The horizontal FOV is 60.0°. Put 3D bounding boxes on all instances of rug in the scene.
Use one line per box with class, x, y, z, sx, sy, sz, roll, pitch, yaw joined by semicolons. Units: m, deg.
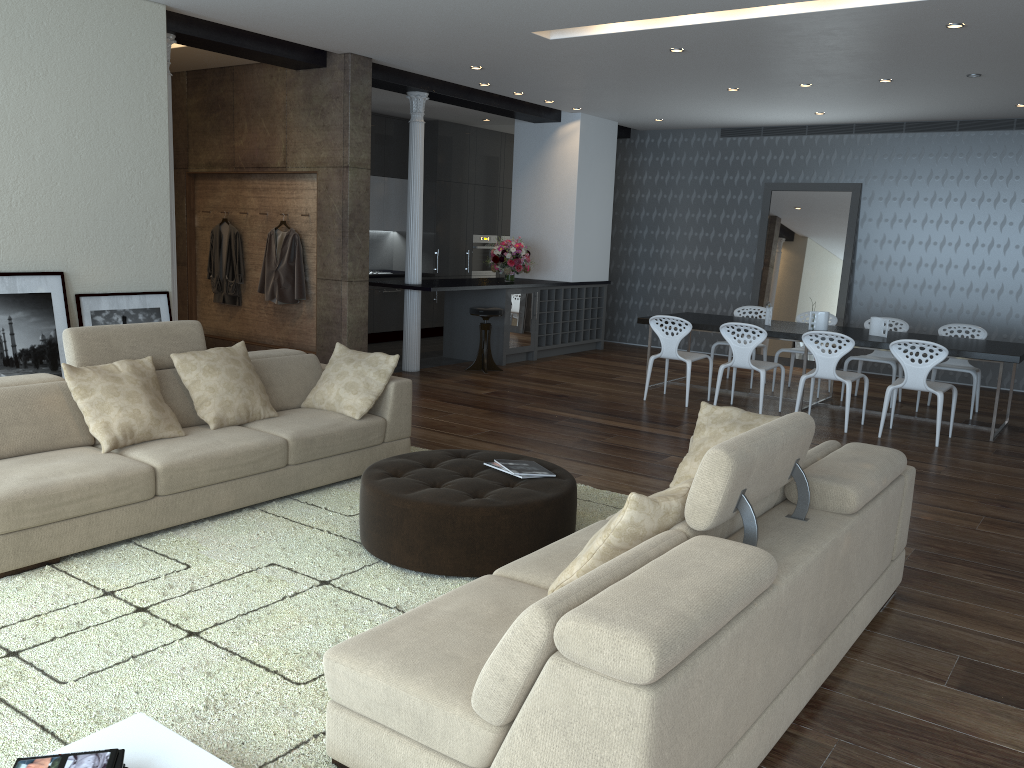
rug;-0.714;0.884;3.659;2.972;0.020;4.231;9;12;35

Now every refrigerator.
refrigerator;0.102;-0.752;10.456;0.075;0.774;0.578;10;12;38

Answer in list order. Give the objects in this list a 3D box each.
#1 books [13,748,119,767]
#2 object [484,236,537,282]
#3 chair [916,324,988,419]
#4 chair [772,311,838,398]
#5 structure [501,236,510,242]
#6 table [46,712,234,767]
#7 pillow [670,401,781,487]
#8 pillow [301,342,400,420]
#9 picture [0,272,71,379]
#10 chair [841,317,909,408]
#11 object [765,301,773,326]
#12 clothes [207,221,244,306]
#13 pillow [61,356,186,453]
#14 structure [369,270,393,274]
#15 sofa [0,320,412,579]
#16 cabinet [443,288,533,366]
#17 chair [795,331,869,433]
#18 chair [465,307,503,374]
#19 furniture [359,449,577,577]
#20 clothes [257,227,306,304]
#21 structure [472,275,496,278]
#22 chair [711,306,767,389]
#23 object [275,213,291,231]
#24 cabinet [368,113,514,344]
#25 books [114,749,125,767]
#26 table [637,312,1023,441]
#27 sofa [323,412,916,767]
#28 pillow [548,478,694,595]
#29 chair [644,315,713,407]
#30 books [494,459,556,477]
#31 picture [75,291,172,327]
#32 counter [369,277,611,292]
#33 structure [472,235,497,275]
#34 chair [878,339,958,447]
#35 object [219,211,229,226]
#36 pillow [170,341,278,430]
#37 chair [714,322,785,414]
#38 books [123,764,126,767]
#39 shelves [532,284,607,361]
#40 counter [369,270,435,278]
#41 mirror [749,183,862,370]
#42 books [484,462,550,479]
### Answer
books;-1.013;0.906;1.960;0.220;0.010;0.300;0;10;-15
object;-0.020;-1.512;10.690;0.570;0.552;0.544;11;13;41
chair;4.237;-0.144;8.497;0.495;0.835;0.581;9;12;35
chair;3.095;-0.330;9.294;0.495;0.835;0.581;9;12;35
structure;-0.208;-2.116;14.019;0.528;0.452;0.595;9;12;35
table;-0.916;1.092;1.828;0.900;0.170;0.900;9;12;35
pillow;1.036;0.302;4.109;0.518;0.393;0.395;10;12;38
pillow;-0.994;-0.029;5.526;0.518;0.393;0.395;8;11;31
picture;-3.273;-0.105;5.461;0.225;1.140;1.183;9;12;35
chair;3.666;-0.237;8.896;0.495;0.835;0.581;9;12;35
object;2.513;-0.694;8.709;0.076;0.233;0.161;5;10;16
clothes;-2.951;-1.234;9.074;0.569;0.855;0.141;9;12;35
pillow;-1.981;0.086;4.536;0.368;0.416;0.519;8;11;30
structure;-2.062;-1.457;11.666;0.520;0.066;0.900;9;12;35
sofa;-1.771;0.161;4.854;1.021;0.950;2.581;9;12;35
cabinet;-0.268;-0.748;10.688;0.900;0.897;0.642;9;12;35
chair;2.731;-0.054;7.588;0.495;0.835;0.581;9;12;35
chair;1.914;0.156;7.315;21.556;0.952;16.134;9;12;35
furniture;-0.212;0.598;4.352;1.057;0.355;1.057;10;12;36
clothes;-2.225;-1.139;8.552;0.700;0.735;0.173;9;12;33
structure;-0.648;-1.377;13.572;0.591;0.596;0.595;9;12;35
chair;2.525;-0.424;9.693;0.495;0.835;0.581;9;12;35
object;-2.191;-1.521;8.492;0.430;0.219;0.010;9;12;35
cabinet;-1.306;-2.191;12.634;0.827;2.980;7.409;9;12;35
books;-0.990;0.915;1.970;0.220;0.010;0.300;-1;10;-20
table;2.979;-0.152;8.529;3.400;0.733;1.200;9;12;35
sofa;0.624;0.552;3.182;1.021;0.950;2.581;9;12;35
pillow;0.415;0.477;2.863;0.368;0.416;0.519;10;13;39
chair;1.570;-0.247;8.415;0.495;0.835;0.581;9;12;35
books;0.061;0.415;4.394;0.220;0.040;0.301;-1;10;-20
picture;-2.694;-0.149;6.303;0.195;0.988;0.700;9;12;35
counter;-0.149;-1.228;10.747;1.000;0.040;3.700;9;12;35
structure;-0.622;-1.969;13.471;0.591;0.596;0.595;9;12;35
chair;3.308;0.036;7.209;0.495;0.835;0.581;9;12;35
object;-2.918;-1.642;9.014;0.430;0.219;0.010;9;12;35
pillow;-1.628;0.003;5.045;0.301;0.439;0.534;8;11;31
chair;2.137;-0.153;8.013;0.495;0.835;0.581;9;12;35
books;-0.992;0.953;1.976;0.220;0.010;0.300;-1;10;-20
shelves;0.412;-0.880;11.632;0.900;0.897;1.700;9;12;35
counter;-2.452;-1.287;11.222;0.807;0.223;3.597;9;12;35
mirror;3.637;-1.368;11.178;1.200;2.294;0.240;9;12;35
books;0.036;0.422;4.386;0.219;0.031;0.300;-5;13;-39
